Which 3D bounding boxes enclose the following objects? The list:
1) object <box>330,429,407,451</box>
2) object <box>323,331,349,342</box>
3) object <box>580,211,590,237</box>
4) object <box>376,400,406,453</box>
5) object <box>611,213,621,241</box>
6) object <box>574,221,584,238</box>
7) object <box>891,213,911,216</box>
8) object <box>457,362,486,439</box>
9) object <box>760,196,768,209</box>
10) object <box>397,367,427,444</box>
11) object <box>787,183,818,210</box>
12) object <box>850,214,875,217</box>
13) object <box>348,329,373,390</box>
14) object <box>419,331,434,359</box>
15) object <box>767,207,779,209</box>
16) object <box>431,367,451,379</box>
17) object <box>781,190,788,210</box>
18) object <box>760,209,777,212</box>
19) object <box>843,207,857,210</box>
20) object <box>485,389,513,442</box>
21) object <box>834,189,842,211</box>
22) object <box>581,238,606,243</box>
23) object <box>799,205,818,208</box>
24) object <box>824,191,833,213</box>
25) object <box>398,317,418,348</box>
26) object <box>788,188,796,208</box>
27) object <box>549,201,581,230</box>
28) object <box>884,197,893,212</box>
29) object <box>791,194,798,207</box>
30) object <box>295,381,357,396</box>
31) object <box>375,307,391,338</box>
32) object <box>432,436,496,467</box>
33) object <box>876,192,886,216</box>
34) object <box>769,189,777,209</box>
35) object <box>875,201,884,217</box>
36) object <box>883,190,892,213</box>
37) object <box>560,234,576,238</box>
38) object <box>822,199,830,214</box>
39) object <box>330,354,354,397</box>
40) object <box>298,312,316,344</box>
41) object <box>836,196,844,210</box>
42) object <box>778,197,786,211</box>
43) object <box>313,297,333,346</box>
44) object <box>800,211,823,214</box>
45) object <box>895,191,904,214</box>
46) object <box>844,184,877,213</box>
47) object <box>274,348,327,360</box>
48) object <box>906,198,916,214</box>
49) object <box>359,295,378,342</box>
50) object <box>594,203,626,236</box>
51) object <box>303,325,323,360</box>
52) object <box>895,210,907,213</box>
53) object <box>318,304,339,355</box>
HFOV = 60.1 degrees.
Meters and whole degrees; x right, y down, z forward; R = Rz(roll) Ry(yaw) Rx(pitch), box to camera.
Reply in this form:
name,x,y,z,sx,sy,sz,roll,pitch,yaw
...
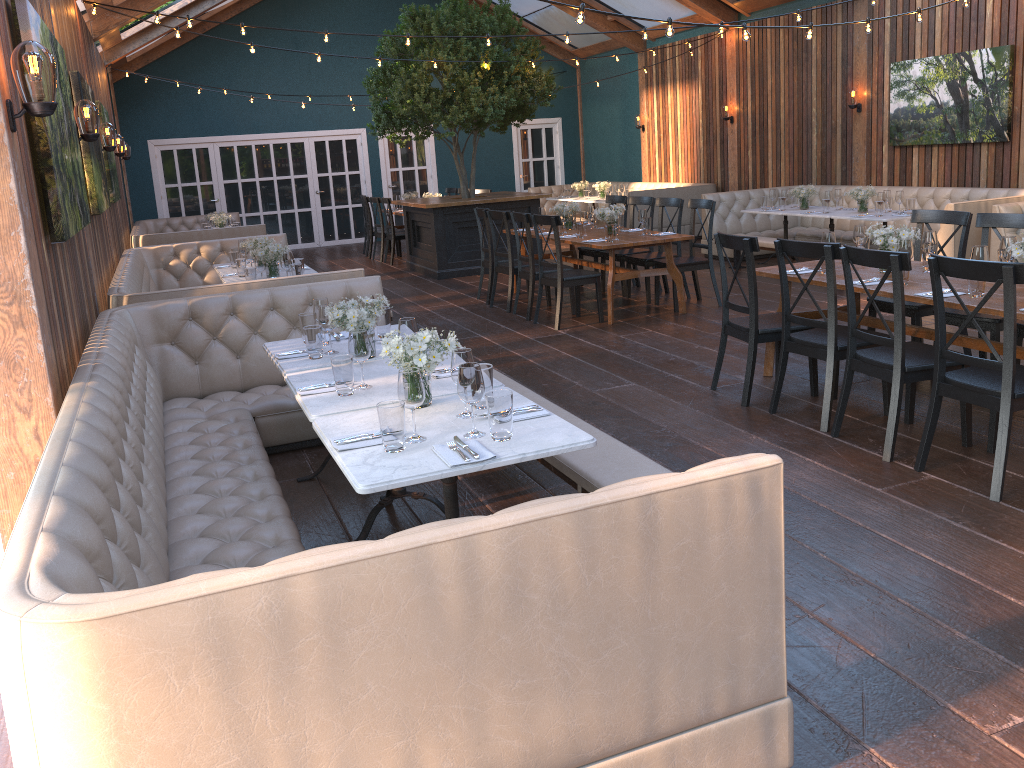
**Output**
name,x,y,z,sx,sy,sz,roll,pitch,yaw
object,-0.487,0.180,3.018,0.256,0.018,0.159,-9,16,-20
object,-0.944,-0.262,4.804,0.158,0.018,0.258,-9,16,-20
object,0.716,-1.572,8.679,0.092,0.241,0.093,-8,12,-18
object,-0.387,0.139,2.876,0.092,0.156,0.092,-12,15,-34
object,0.957,-1.447,8.146,0.092,0.241,0.093,-8,12,-18
object,0.653,-1.493,8.562,0.092,0.156,0.093,-3,12,5
object,4.070,-1.766,9.221,0.158,0.018,0.258,-9,16,-20
object,-0.134,0.055,2.966,0.092,0.241,0.093,1,13,21
object,3.156,-2.268,11.080,0.092,0.156,0.092,-12,15,-34
object,-0.333,0.070,2.958,0.092,0.241,0.093,1,13,21
object,3.504,-2.252,10.642,0.336,0.305,0.333,-6,13,-9
object,3.746,-1.794,9.409,0.256,0.018,0.159,-9,16,-20
object,-0.631,-0.102,3.687,0.092,0.241,0.093,1,13,21
object,-0.390,-0.153,3.981,0.092,0.156,0.092,-12,15,-34
object,3.290,-2.236,11.195,0.158,0.018,0.258,-9,16,-20
object,-0.281,-0.058,3.866,0.256,0.018,0.159,-9,16,-20
object,3.323,-2.245,10.789,0.092,0.241,0.093,2,13,26
object,3.169,-2.136,10.848,0.256,0.018,0.159,-9,16,-20
object,3.952,-2.032,10.257,0.256,0.018,0.159,-9,16,-20
object,-0.038,0.105,2.917,0.092,0.156,0.092,-12,15,-34
object,3.783,-2.140,10.273,0.092,0.241,0.093,2,13,26
object,0.785,-1.335,8.200,0.256,0.018,0.159,-9,16,-20
object,3.656,-2.206,10.990,0.256,0.018,0.159,-9,16,-20
object,3.602,-2.076,10.078,0.092,0.241,0.093,2,13,26
object,-0.450,-0.166,3.882,0.092,0.241,0.093,1,13,21
object,3.487,-2.314,11.007,0.092,0.241,0.093,2,13,26
object,0.586,-1.824,9.541,0.337,0.305,0.332,-10,15,-25
object,4.121,-1.963,9.685,0.092,0.156,0.092,-12,15,-34
object,3.547,-2.300,11.105,0.092,0.156,0.092,-12,15,-34
object,-0.785,0.007,3.746,0.256,0.018,0.159,-9,16,-20
object,-0.687,-0.327,4.714,0.092,0.156,0.092,-12,15,-34
object,-0.163,0.208,2.829,0.158,0.018,0.258,-9,16,-20
object,3.900,-1.904,9.349,0.092,0.241,0.093,-8,12,-18
object,3.246,-2.300,11.015,0.092,0.241,0.093,2,13,26
object,3.846,-1.834,9.267,0.092,0.156,0.092,-12,15,-34
object,4.061,-1.977,9.586,0.092,0.241,0.093,2,13,26
object,0.571,-1.462,8.734,0.256,0.018,0.159,-9,16,-20
object,3.548,-2.007,9.995,0.092,0.156,0.092,-12,15,-34
object,-0.685,-0.033,3.604,0.092,0.156,0.092,-12,15,-34
object,-1.078,-0.294,4.689,0.092,0.156,0.092,-12,15,-34
object,3.843,-2.126,10.372,0.092,0.156,0.092,-12,15,-34
object,3.269,-2.176,10.706,0.092,0.156,0.092,-12,15,-34
object,-0.988,-0.326,4.623,0.092,0.241,0.093,2,13,26
object,3.448,-1.967,10.137,0.256,0.018,0.159,-9,16,-20
object,4.099,-1.919,9.357,0.092,0.241,0.093,2,13,26
object,3.860,-2.043,9.763,0.336,0.305,0.333,-5,13,-4
object,-1.064,-0.162,4.457,0.256,0.018,0.159,-9,16,-20
object,4.195,-1.869,9.308,0.092,0.156,0.093,-1,13,15
object,-0.747,-0.340,4.615,0.092,0.241,0.093,2,13,26
object,0.948,-1.592,8.571,0.329,0.305,0.341,0,14,16
object,-0.964,-0.203,4.315,0.092,0.156,0.092,-12,15,-34
object,4.230,-1.869,9.570,0.256,0.018,0.159,-9,16,-20
object,-0.910,-0.272,4.397,0.092,0.241,0.093,2,13,26
